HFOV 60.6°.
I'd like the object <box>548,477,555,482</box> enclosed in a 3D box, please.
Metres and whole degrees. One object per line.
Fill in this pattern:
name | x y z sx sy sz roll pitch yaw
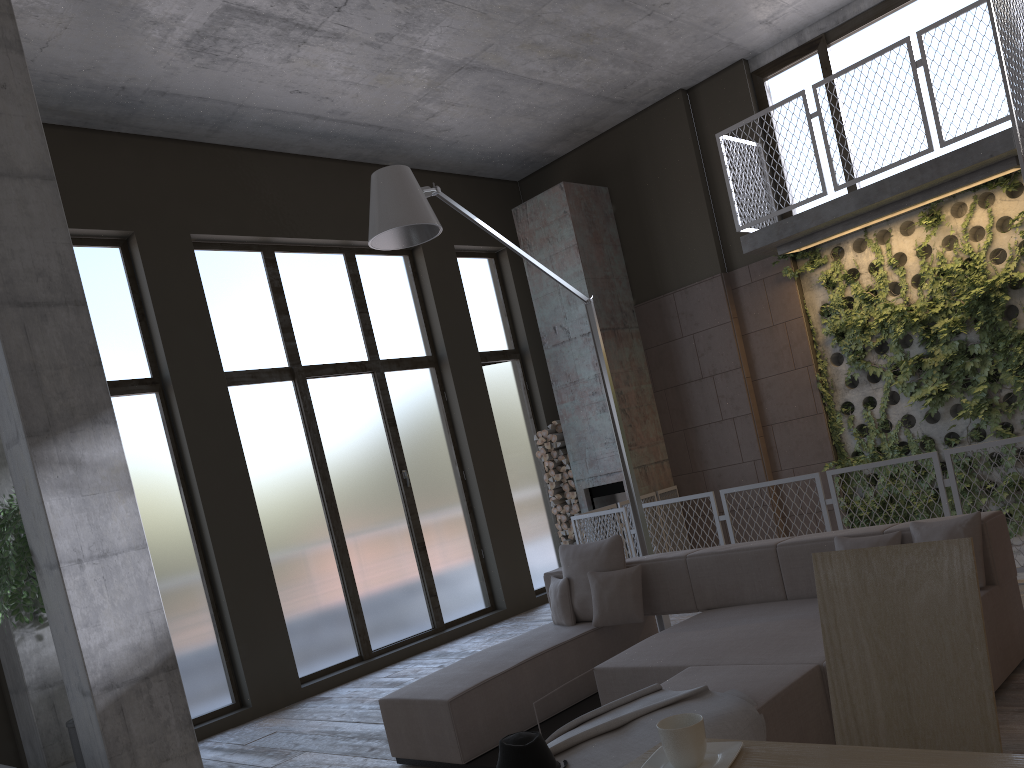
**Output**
object | 0.603 1.130 10.643 0.068 0.067 0.416 -15 -5 43

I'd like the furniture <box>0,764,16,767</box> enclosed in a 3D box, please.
furniture | -3.382 2.590 4.475 1.784 0.811 1.643 -12 -4 -9

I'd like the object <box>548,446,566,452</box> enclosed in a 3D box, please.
object | 0.608 0.760 10.517 0.117 0.079 0.428 -16 -6 43

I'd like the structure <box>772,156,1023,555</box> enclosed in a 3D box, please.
structure | 3.943 -0.061 8.077 2.673 3.825 0.987 -14 1 44

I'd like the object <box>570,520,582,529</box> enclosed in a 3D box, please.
object | 0.877 1.649 10.495 0.448 0.089 0.092 -7 -6 -45

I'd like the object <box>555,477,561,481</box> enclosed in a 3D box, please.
object | 0.687 1.095 10.529 0.117 0.079 0.428 -16 -6 43

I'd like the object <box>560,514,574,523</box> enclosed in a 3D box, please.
object | 0.712 1.588 10.567 0.289 0.107 0.100 -8 -5 -45

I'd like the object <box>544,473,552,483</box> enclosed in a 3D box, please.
object | 0.527 1.121 10.661 0.065 0.125 0.358 -13 -3 42

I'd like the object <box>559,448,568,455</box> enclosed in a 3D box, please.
object | 0.711 0.785 10.471 0.068 0.071 0.417 -15 -5 43

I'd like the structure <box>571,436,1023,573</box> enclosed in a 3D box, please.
structure | 2.891 1.185 7.958 4.513 0.934 1.897 -19 -7 44

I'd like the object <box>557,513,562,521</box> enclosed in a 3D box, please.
object | 0.674 1.598 10.664 0.288 0.103 0.102 -8 -5 -45

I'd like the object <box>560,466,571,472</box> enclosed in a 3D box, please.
object | 0.755 0.995 10.498 0.117 0.079 0.428 -16 -6 43

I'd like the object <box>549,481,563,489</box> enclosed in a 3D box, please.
object | 0.641 1.184 10.562 0.095 0.083 0.472 -15 -6 43

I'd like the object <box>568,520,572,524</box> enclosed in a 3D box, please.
object | 0.838 1.648 10.603 0.103 0.086 0.357 -15 -6 43

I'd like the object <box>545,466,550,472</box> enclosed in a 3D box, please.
object | 0.492 1.006 10.567 0.046 0.073 0.247 -13 -4 43

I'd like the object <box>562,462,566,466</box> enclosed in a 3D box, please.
object | 0.739 0.933 10.557 0.106 0.102 0.287 -15 -5 43

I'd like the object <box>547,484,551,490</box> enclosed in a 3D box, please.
object | 0.592 1.212 10.617 0.068 0.067 0.416 -15 -5 43

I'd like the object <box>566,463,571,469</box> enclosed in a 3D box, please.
object | 0.791 0.954 10.430 0.072 0.073 0.416 -15 -5 43

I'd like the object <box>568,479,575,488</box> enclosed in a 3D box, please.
object | 0.817 1.160 10.405 0.090 0.108 0.359 -14 -5 43

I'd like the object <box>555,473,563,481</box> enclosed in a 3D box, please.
object | 0.709 1.084 10.531 0.095 0.083 0.472 -15 -6 43

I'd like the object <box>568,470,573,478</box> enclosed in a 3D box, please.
object | 0.837 1.034 10.421 0.093 0.092 0.430 -15 -5 43

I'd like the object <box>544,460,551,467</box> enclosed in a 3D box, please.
object | 0.525 0.956 10.638 0.288 0.103 0.102 -8 -5 -45

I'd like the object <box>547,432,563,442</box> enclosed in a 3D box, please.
object | 0.564 0.621 10.460 0.106 0.084 0.357 -16 -6 43

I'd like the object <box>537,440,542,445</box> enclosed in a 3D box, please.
object | 0.460 0.684 10.636 0.358 0.068 0.124 -7 -7 -45

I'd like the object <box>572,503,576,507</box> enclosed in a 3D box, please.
object | 0.860 1.427 10.498 0.068 0.071 0.417 -15 -5 43

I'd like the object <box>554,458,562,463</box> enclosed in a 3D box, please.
object | 0.639 0.890 10.532 0.065 0.074 0.354 -14 -5 42

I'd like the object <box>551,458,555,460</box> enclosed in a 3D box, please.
object | 0.570 0.869 10.555 0.090 0.057 0.327 -17 -7 43

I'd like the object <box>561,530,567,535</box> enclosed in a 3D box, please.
object | 0.752 1.772 10.669 0.068 0.067 0.416 -15 -5 43

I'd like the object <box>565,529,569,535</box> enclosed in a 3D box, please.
object | 0.809 1.754 10.612 0.068 0.067 0.416 -15 -5 43

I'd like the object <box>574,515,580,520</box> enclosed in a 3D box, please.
object | 0.888 1.575 10.584 0.106 0.102 0.287 -15 -5 43

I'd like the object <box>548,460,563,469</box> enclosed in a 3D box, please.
object | 0.563 0.946 10.540 0.289 0.107 0.100 -8 -5 -45

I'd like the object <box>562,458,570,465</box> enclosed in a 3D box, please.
object | 0.753 0.908 10.444 0.068 0.085 0.419 -14 -5 41

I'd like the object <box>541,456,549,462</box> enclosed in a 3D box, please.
object | 0.512 0.877 10.604 0.068 0.067 0.416 -15 -5 43

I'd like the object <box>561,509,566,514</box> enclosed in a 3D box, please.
object | 0.720 1.511 10.582 0.090 0.057 0.327 -17 -7 43

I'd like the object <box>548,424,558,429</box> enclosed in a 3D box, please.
object | 0.564 0.503 10.490 0.066 0.073 0.354 -14 -5 42

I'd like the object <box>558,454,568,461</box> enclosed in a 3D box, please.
object | 0.705 0.853 10.458 0.358 0.068 0.124 -7 -7 -45

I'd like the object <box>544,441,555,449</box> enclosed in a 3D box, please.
object | 0.581 0.712 10.514 0.095 0.083 0.472 -15 -6 43

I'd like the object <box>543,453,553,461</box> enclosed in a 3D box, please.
object | 0.561 0.849 10.549 0.095 0.083 0.472 -15 -6 43

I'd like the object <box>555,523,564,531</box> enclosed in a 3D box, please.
object | 0.678 1.715 10.673 0.090 0.108 0.359 -14 -5 43

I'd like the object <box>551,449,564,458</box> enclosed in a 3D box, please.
object | 0.645 0.814 10.500 0.092 0.089 0.448 -15 -5 42

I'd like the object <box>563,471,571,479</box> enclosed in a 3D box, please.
object | 0.781 1.062 10.485 0.092 0.089 0.448 -15 -5 43

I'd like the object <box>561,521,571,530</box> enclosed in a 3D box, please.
object | 0.769 1.684 10.640 0.094 0.093 0.430 -15 -5 43

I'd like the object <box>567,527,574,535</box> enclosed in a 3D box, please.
object | 0.858 1.726 10.557 0.095 0.083 0.472 -15 -6 43

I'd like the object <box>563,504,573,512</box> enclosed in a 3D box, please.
object | 0.794 1.456 10.526 0.092 0.089 0.448 -15 -5 42

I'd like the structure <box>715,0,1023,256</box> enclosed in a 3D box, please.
structure | 3.467 -0.669 6.845 3.749 4.318 2.985 -14 -1 44

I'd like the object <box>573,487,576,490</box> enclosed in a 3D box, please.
object | 0.859 1.206 10.471 0.103 0.086 0.357 -15 -6 43

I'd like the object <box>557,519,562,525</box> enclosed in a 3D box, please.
object | 0.641 1.648 10.594 0.046 0.073 0.247 -13 -4 43

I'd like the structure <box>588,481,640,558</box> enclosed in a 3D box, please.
structure | 1.211 1.587 10.040 0.586 0.928 0.055 -13 2 44

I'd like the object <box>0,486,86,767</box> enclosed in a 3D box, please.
object | -2.822 1.483 5.469 1.006 1.866 0.961 -13 1 10

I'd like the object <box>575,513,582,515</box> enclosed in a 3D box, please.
object | 0.902 1.550 10.470 0.068 0.085 0.419 -14 -5 41

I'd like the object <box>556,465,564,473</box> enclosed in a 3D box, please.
object | 0.689 1.006 10.577 0.103 0.086 0.357 -15 -6 43

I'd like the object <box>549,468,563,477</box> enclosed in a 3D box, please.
object | 0.620 1.042 10.613 0.094 0.093 0.430 -15 -5 43

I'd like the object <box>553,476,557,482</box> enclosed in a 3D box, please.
object | 0.660 1.112 10.586 0.068 0.067 0.416 -15 -5 43

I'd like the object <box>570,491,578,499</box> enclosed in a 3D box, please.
object | 0.880 1.284 10.425 0.095 0.083 0.472 -15 -6 43
